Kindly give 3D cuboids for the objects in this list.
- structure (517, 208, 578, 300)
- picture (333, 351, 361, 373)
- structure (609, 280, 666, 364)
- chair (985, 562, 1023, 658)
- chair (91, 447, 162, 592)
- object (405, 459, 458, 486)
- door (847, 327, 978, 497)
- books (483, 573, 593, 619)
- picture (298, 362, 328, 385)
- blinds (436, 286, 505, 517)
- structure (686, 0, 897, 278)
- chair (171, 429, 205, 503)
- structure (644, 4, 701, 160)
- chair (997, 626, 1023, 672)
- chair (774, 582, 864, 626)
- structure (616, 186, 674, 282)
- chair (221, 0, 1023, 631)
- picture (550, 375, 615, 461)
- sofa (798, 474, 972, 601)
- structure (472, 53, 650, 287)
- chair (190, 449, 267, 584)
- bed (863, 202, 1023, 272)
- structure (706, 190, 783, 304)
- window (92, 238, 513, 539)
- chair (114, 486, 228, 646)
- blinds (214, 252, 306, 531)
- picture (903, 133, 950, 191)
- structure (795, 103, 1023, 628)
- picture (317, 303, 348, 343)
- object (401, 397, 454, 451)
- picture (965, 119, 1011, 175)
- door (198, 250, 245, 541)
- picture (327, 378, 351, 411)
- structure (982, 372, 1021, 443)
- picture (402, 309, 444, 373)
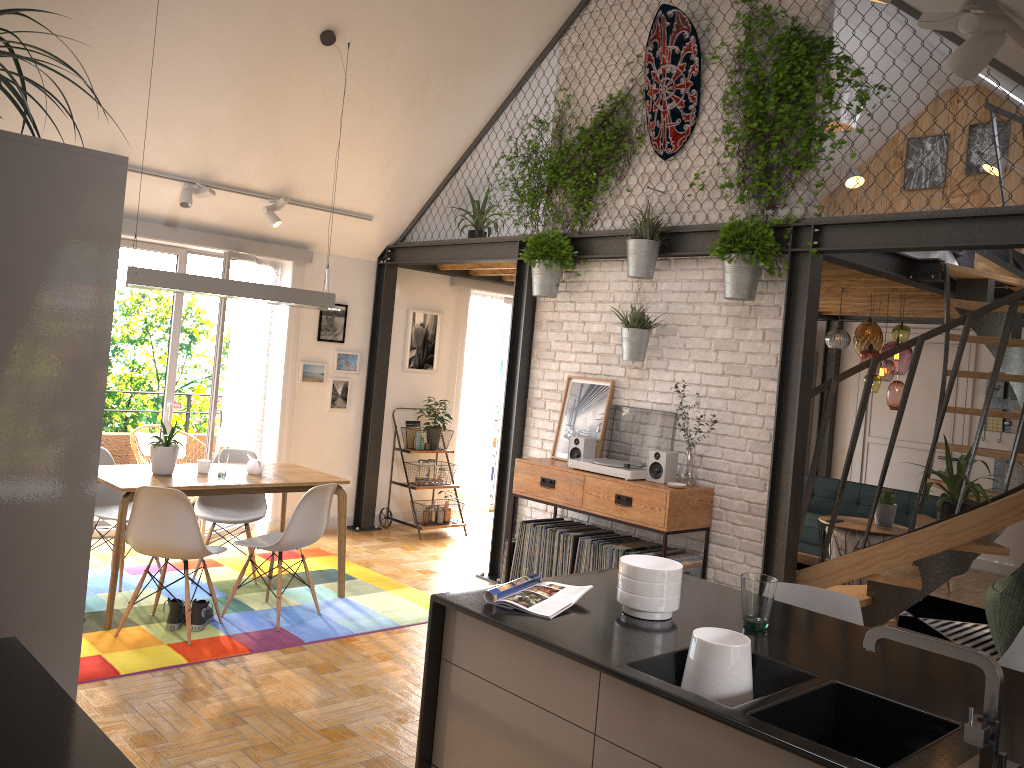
[{"bbox_3d":[0.248,-0.910,6.189,0.423,0.653,0.438,5,0,-13],"label":"structure"},{"bbox_3d":[-1.442,-0.190,7.742,0.250,0.183,0.023,4,0,-43],"label":"picture"},{"bbox_3d":[0.785,-0.390,5.597,0.384,0.535,0.360,5,0,-33],"label":"structure"},{"bbox_3d":[3.425,1.299,5.452,0.902,0.964,0.895,5,0,32],"label":"chair"},{"bbox_3d":[-2.478,0.819,5.557,0.543,0.802,0.464,5,0,16],"label":"chair"},{"bbox_3d":[-0.735,0.794,7.987,0.438,0.216,0.239,4,1,-43],"label":"object"},{"bbox_3d":[4.043,0.574,9.106,0.088,2.301,1.202,6,-1,-43],"label":"door"},{"bbox_3d":[0.080,0.614,2.594,0.222,0.044,0.281,6,2,29],"label":"books"},{"bbox_3d":[-1.688,-0.091,7.522,0.250,0.183,0.023,4,0,-43],"label":"picture"},{"bbox_3d":[-0.367,0.151,8.692,0.666,2.284,0.124,6,-1,-42],"label":"blinds"},{"bbox_3d":[1.580,-1.528,5.085,1.307,1.871,0.457,5,-1,44],"label":"structure"},{"bbox_3d":[-2.924,0.736,7.658,0.887,0.809,0.668,5,0,12],"label":"chair"},{"bbox_3d":[0.976,-1.909,5.630,0.191,0.965,0.441,6,-1,-43],"label":"structure"},{"bbox_3d":[1.576,1.245,3.016,0.430,0.872,0.403,5,0,15],"label":"chair"},{"bbox_3d":[1.006,1.189,3.123,0.404,0.867,0.429,5,0,28],"label":"chair"},{"bbox_3d":[0.818,-0.948,5.605,0.384,0.607,0.348,5,0,10],"label":"structure"},{"bbox_3d":[-0.458,0.113,3.501,3.483,2.687,4.026,5,1,-42],"label":"chair"},{"bbox_3d":[0.471,0.241,5.956,0.126,0.576,0.411,6,0,-43],"label":"picture"},{"bbox_3d":[2.958,1.275,7.824,0.823,0.783,1.977,5,1,-43],"label":"sofa"},{"bbox_3d":[0.410,-1.507,6.308,0.430,1.680,2.131,6,0,-43],"label":"structure"},{"bbox_3d":[-1.872,0.865,5.897,0.464,0.802,0.543,5,0,-17],"label":"chair"},{"bbox_3d":[3.486,-1.328,8.237,2.285,1.022,2.126,4,2,-43],"label":"bed"},{"bbox_3d":[1.313,-0.781,5.038,0.423,0.653,0.438,5,0,-13],"label":"structure"},{"bbox_3d":[1.296,-0.628,4.736,7.769,4.468,8.647,4,1,-43],"label":"window"},{"bbox_3d":[-1.780,0.907,4.683,0.465,0.802,0.542,5,0,4],"label":"chair"},{"bbox_3d":[-2.023,0.047,7.116,0.187,2.289,0.748,4,-1,41],"label":"blinds"},{"bbox_3d":[4.274,-2.286,9.150,0.017,0.554,0.422,6,0,-43],"label":"picture"},{"bbox_3d":[2.799,-0.165,5.340,2.245,3.820,1.630,5,0,-28],"label":"structure"},{"bbox_3d":[-1.544,-0.528,7.627,0.260,0.336,0.021,5,-1,-43],"label":"picture"},{"bbox_3d":[-0.759,0.358,8.073,0.491,0.475,0.397,5,0,-31],"label":"object"},{"bbox_3d":[4.681,-2.325,8.721,0.011,0.507,0.381,6,0,-43],"label":"picture"},{"bbox_3d":[-2.184,0.090,7.112,0.111,2.231,0.802,5,-1,9],"label":"door"},{"bbox_3d":[-1.503,0.091,7.710,0.201,0.285,0.022,5,-1,-44],"label":"picture"},{"bbox_3d":[4.702,0.432,8.409,0.099,1.077,0.443,6,-1,-43],"label":"structure"},{"bbox_3d":[-0.828,-0.398,8.295,0.414,0.575,0.023,5,-1,-43],"label":"picture"}]
